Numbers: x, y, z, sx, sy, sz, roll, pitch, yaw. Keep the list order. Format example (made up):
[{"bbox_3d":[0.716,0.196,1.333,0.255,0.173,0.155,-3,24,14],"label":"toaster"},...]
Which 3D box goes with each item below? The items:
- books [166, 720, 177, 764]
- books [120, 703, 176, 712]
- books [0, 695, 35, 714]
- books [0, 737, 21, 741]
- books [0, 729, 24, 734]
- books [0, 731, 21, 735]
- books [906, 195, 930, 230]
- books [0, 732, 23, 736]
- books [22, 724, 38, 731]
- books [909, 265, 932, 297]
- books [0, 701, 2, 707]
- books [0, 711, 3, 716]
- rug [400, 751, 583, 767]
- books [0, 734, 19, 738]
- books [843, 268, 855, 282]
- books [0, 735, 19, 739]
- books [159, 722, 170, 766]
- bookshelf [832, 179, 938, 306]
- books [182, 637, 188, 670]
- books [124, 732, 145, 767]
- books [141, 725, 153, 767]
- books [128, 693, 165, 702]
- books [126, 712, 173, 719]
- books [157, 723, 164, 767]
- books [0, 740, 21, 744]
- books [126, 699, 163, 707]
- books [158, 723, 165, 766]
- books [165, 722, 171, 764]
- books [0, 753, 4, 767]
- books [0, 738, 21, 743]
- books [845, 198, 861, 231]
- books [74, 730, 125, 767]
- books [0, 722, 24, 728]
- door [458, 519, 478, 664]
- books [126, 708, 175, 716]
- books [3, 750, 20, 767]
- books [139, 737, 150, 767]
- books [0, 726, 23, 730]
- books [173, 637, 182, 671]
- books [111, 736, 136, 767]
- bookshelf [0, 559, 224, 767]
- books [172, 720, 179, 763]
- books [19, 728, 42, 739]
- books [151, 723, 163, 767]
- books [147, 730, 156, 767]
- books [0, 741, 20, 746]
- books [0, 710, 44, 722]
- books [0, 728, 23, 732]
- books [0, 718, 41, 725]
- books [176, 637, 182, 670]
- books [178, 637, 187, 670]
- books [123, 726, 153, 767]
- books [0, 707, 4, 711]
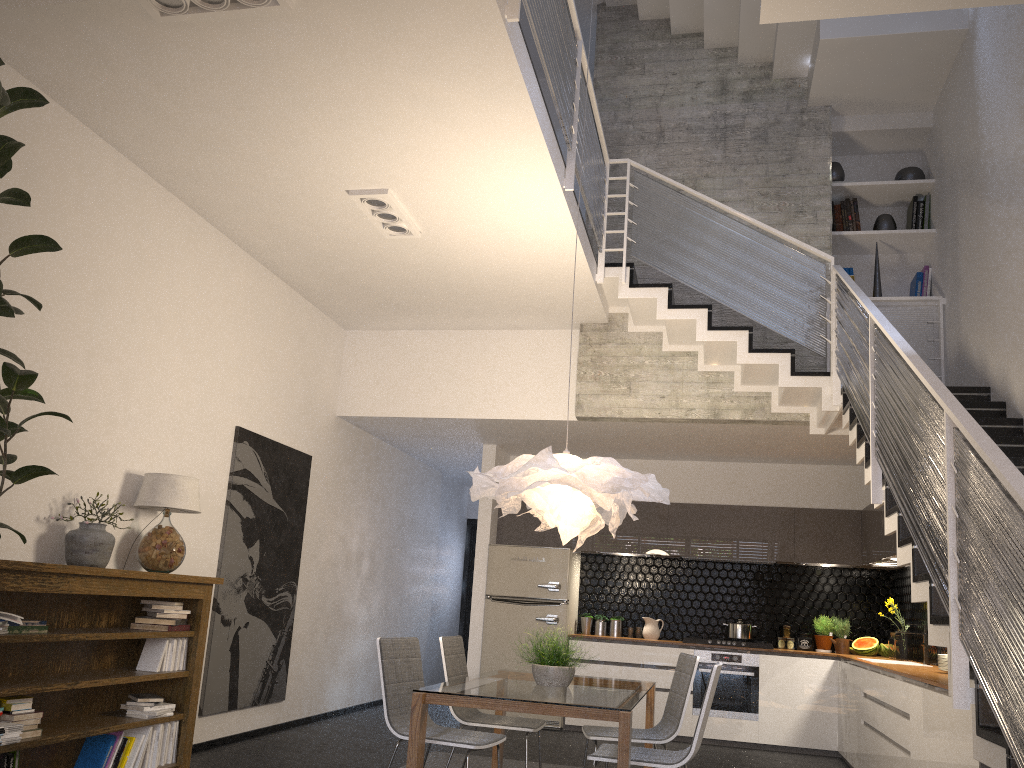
[{"bbox_3d":[-2.065,2.091,5.196,0.175,0.241,0.024,1,-12,13],"label":"books"},{"bbox_3d":[-2.077,1.840,5.055,0.175,0.023,0.246,-2,-15,22],"label":"books"},{"bbox_3d":[-2.376,1.502,4.167,0.216,0.068,0.159,-2,-15,22],"label":"books"},{"bbox_3d":[-2.349,1.547,3.863,0.218,0.012,0.308,-1,-15,17],"label":"books"},{"bbox_3d":[-2.347,1.522,3.877,0.218,0.007,0.308,0,-15,16],"label":"books"},{"bbox_3d":[-2.350,1.528,3.874,0.218,0.008,0.291,0,-15,17],"label":"books"},{"bbox_3d":[3.491,-1.394,7.625,0.160,0.378,0.269,1,-12,13],"label":"books"},{"bbox_3d":[-2.353,1.533,3.877,0.218,0.006,0.308,-1,-15,17],"label":"books"},{"bbox_3d":[-2.369,1.596,4.136,0.227,0.023,0.168,1,-14,11],"label":"books"},{"bbox_3d":[3.461,-0.778,7.520,0.146,0.379,0.275,1,-12,13],"label":"books"},{"bbox_3d":[-2.424,1.430,3.936,0.194,0.028,0.248,6,-14,-6],"label":"books"},{"bbox_3d":[-2.410,1.468,3.920,0.175,0.023,0.252,4,-14,-1],"label":"books"},{"bbox_3d":[0.168,2.322,4.664,2.370,0.006,3.729,1,-14,13],"label":"rug"},{"bbox_3d":[-2.355,1.537,3.868,0.218,0.008,0.291,-1,-15,19],"label":"books"},{"bbox_3d":[2.886,-0.780,7.652,0.171,0.369,0.275,1,-12,13],"label":"books"},{"bbox_3d":[-2.355,1.542,3.867,0.218,0.008,0.291,-1,-15,19],"label":"books"},{"bbox_3d":[-2.078,2.073,5.128,0.174,0.241,0.019,1,-12,13],"label":"books"},{"bbox_3d":[3.064,-1.124,7.605,0.972,1.095,0.448,1,-12,13],"label":"bookshelf"},{"bbox_3d":[-2.021,1.619,5.332,0.135,0.187,0.031,1,-12,13],"label":"books"},{"bbox_3d":[-2.134,2.033,4.890,0.155,0.192,0.106,1,-12,13],"label":"books"},{"bbox_3d":[-2.128,2.039,5.006,0.175,0.241,0.024,1,-12,13],"label":"books"},{"bbox_3d":[-2.092,1.793,5.060,0.148,0.023,0.222,14,-17,-34],"label":"books"},{"bbox_3d":[-2.061,1.879,5.038,0.155,0.020,0.207,-2,-15,23],"label":"books"},{"bbox_3d":[-2.092,2.057,5.068,0.174,0.241,0.019,1,-12,13],"label":"books"},{"bbox_3d":[-2.351,1.562,3.860,0.218,0.007,0.308,-1,-15,17],"label":"books"},{"bbox_3d":[-2.091,1.813,5.049,0.155,0.022,0.207,6,-14,-6],"label":"books"},{"bbox_3d":[-2.104,2.067,5.112,0.175,0.241,0.024,1,-12,13],"label":"books"},{"bbox_3d":[-2.090,2.084,5.176,0.175,0.241,0.024,1,-12,13],"label":"books"},{"bbox_3d":[-2.410,1.776,4.026,0.171,0.238,0.085,1,-12,13],"label":"books"},{"bbox_3d":[-2.350,1.555,3.863,0.218,0.008,0.308,-1,-15,17],"label":"books"},{"bbox_3d":[2.976,-1.396,7.763,0.134,0.378,0.275,1,-12,13],"label":"books"},{"bbox_3d":[-2.236,1.987,4.797,0.171,0.225,0.167,1,-13,13],"label":"books"},{"bbox_3d":[-2.350,1.500,3.885,0.218,0.012,0.308,-1,-15,17],"label":"books"},{"bbox_3d":[-0.160,3.045,12.272,1.107,2.291,0.162,1,-11,13],"label":"door"},{"bbox_3d":[-2.057,1.862,5.047,0.174,0.019,0.246,3,-14,3],"label":"books"},{"bbox_3d":[-2.383,1.794,4.091,0.167,0.239,0.105,1,-12,13],"label":"books"},{"bbox_3d":[-2.120,2.046,4.952,0.155,0.201,0.073,1,-12,13],"label":"books"},{"bbox_3d":[-2.352,1.508,3.882,0.218,0.007,0.308,-1,-15,17],"label":"books"},{"bbox_3d":[-2.038,1.599,5.257,0.135,0.187,0.015,1,-12,13],"label":"books"},{"bbox_3d":[-2.177,2.029,4.849,0.146,0.181,0.149,0,-13,16],"label":"books"},{"bbox_3d":[-2.247,1.524,4.502,0.451,1.159,1.941,1,-14,13],"label":"bookshelf"},{"bbox_3d":[-2.056,2.099,5.225,0.174,0.242,0.040,1,-12,13],"label":"books"},{"bbox_3d":[-2.362,1.625,4.134,0.243,0.033,0.182,0,-14,15],"label":"books"},{"bbox_3d":[-2.088,2.052,5.045,0.175,0.241,0.024,1,-12,13],"label":"books"},{"bbox_3d":[-2.104,2.064,5.023,0.155,0.203,0.021,1,-12,13],"label":"books"},{"bbox_3d":[-2.351,1.569,3.861,0.218,0.008,0.308,1,-14,13],"label":"books"},{"bbox_3d":[-2.361,1.551,4.160,0.225,0.029,0.181,0,-15,16],"label":"books"},{"bbox_3d":[-2.349,1.515,3.879,0.218,0.007,0.308,0,-15,16],"label":"books"},{"bbox_3d":[-2.374,1.576,4.153,0.243,0.023,0.177,-1,-15,20],"label":"books"},{"bbox_3d":[-2.047,1.608,5.294,0.136,0.186,0.018,1,-12,13],"label":"books"},{"bbox_3d":[-2.028,1.613,5.309,0.136,0.186,0.018,1,-12,13],"label":"books"},{"bbox_3d":[-2.123,2.024,4.931,0.174,0.232,0.101,1,-12,13],"label":"books"},{"bbox_3d":[-2.424,1.451,3.933,0.192,0.014,0.258,4,-14,1],"label":"books"}]
